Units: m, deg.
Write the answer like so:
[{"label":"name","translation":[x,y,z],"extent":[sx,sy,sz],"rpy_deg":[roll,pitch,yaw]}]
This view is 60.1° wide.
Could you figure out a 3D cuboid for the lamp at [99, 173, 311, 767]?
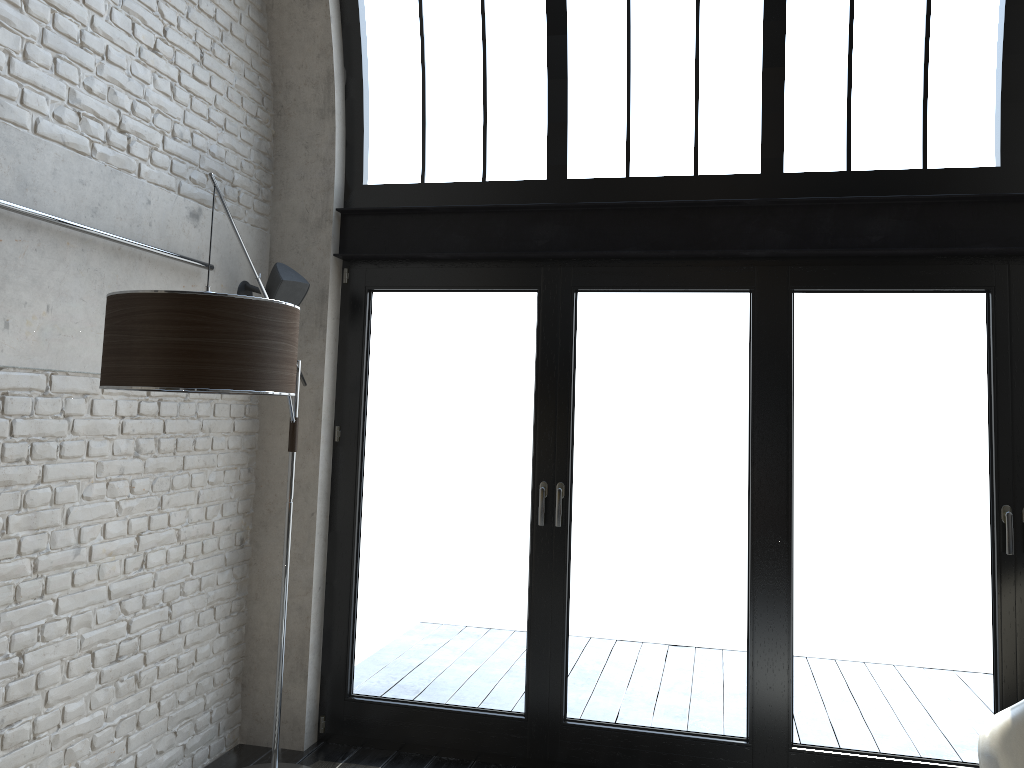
[{"label":"lamp","translation":[-0.960,0.545,3.261],"extent":[0.557,2.341,1.836],"rpy_deg":[2,-4,0]}]

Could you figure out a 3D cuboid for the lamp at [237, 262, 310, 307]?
[{"label":"lamp","translation":[-1.152,-0.428,4.223],"extent":[0.358,0.308,0.177],"rpy_deg":[0,-5,31]}]

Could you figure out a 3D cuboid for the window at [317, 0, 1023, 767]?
[{"label":"window","translation":[0.907,-0.998,2.809],"extent":[4.283,5.524,2.850],"rpy_deg":[1,-5,13]}]

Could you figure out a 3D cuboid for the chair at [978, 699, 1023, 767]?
[{"label":"chair","translation":[1.926,1.322,2.778],"extent":[0.718,0.947,0.773],"rpy_deg":[-2,-6,43]}]
